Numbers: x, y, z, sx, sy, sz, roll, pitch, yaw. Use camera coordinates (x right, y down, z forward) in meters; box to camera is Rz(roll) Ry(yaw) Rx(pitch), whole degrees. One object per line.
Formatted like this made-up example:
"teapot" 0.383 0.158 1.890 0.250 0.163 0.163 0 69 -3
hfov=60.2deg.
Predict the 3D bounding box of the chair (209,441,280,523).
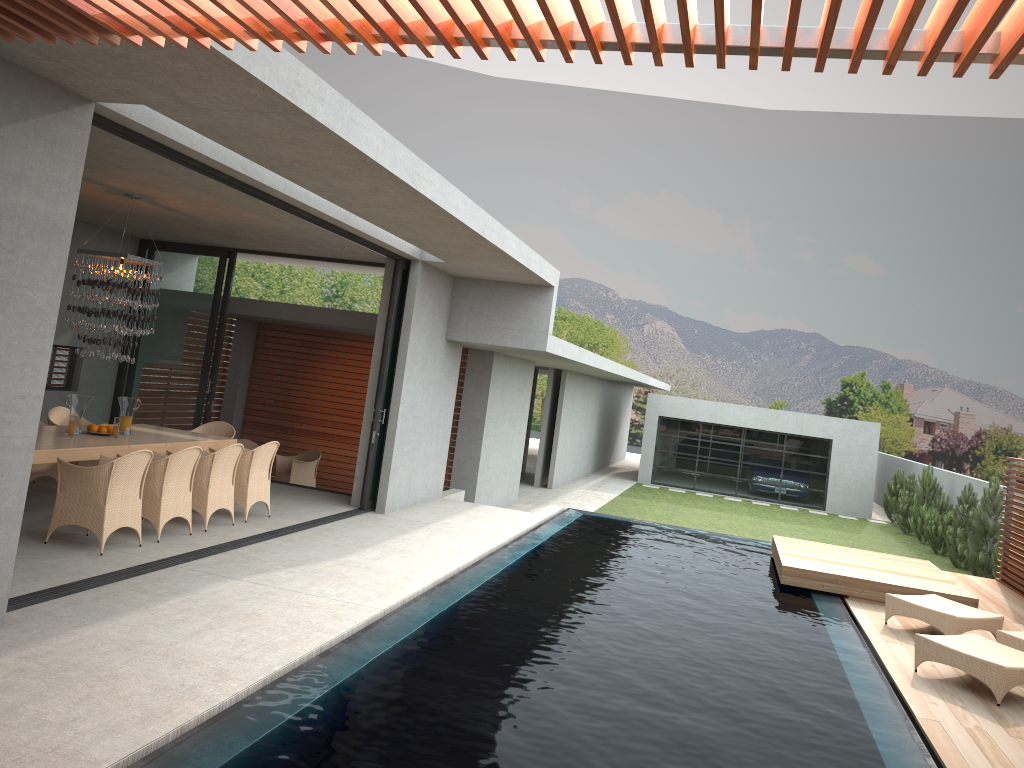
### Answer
"chair" -2.937 1.010 9.671 0.631 0.869 0.613 7 -3 14

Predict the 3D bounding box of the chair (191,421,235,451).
"chair" -3.799 0.893 10.873 0.619 0.869 0.625 7 -3 14

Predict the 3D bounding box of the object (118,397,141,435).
"object" -4.049 0.337 9.287 0.192 0.389 0.192 8 -4 -4

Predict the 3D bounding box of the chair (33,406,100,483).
"chair" -5.050 0.728 10.202 0.631 0.869 0.613 7 -3 14

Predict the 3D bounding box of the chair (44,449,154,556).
"chair" -3.470 0.944 7.532 0.631 0.869 0.613 7 -3 14

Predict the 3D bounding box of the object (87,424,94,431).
"object" -4.266 0.451 8.965 0.086 0.087 0.087 9 -3 -25

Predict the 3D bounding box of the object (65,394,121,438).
"object" -4.219 0.316 8.794 0.326 0.388 0.536 6 -2 30

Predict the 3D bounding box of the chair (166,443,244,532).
"chair" -3.115 0.988 8.958 0.631 0.869 0.613 7 -3 14

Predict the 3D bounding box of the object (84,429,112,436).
"object" -4.184 0.498 8.974 0.309 0.034 0.310 8 0 -17

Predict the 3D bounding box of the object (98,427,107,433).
"object" -4.123 0.472 8.905 0.081 0.081 0.080 5 -3 43

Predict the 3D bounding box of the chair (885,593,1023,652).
"chair" 4.515 2.050 7.846 0.696 0.832 2.297 9 -1 -27

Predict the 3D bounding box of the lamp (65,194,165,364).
"lamp" -4.087 -1.099 9.182 0.619 1.766 0.614 6 -4 14

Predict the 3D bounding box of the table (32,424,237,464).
"table" -4.257 0.889 8.866 1.282 0.761 3.237 7 0 14

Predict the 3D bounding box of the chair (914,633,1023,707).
"chair" 4.063 1.995 6.238 0.696 0.831 2.297 9 -1 -26

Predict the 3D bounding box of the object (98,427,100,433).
"object" -4.167 0.471 8.965 0.070 0.071 0.071 9 -3 -37

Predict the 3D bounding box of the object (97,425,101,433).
"object" -4.237 0.456 9.042 0.081 0.081 0.080 7 -2 8

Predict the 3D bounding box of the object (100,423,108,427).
"object" -4.133 0.425 8.955 0.070 0.048 0.071 8 -2 -25

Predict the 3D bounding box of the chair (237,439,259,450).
"chair" -4.476 1.389 14.807 0.613 0.869 0.631 9 -3 -31

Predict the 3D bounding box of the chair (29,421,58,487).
"chair" -5.228 0.706 9.489 0.631 0.869 0.613 7 -3 14

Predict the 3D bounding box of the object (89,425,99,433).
"object" -4.209 0.455 8.895 0.094 0.095 0.094 7 -2 4

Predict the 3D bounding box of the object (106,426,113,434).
"object" -4.093 0.472 8.984 0.087 0.087 0.086 7 -2 5

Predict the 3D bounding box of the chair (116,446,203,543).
"chair" -3.293 0.966 8.245 0.631 0.869 0.613 7 -3 14

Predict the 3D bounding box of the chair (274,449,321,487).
"chair" -3.570 1.509 14.742 0.619 0.869 0.625 5 -4 44
